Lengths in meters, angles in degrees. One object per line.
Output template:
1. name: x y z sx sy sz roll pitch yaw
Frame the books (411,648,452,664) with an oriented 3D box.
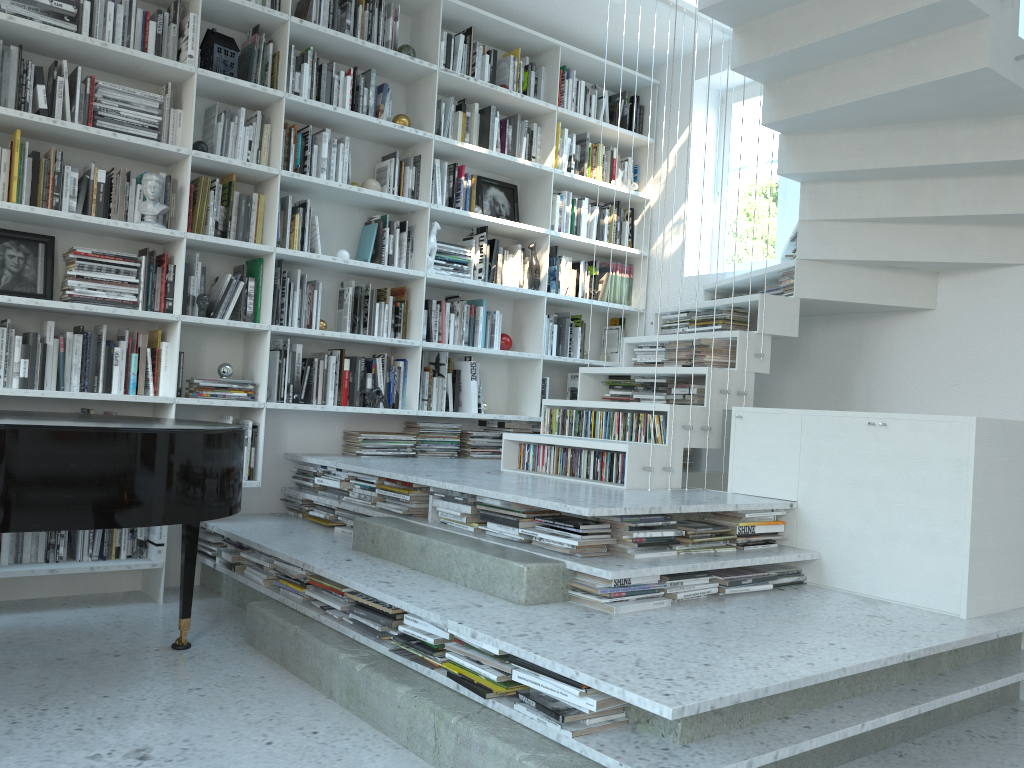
1. books: -0.218 0.806 2.710 0.159 0.009 0.275 4 -2 -35

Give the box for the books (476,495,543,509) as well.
1. books: 0.013 0.428 3.227 0.189 0.022 0.237 4 -2 -33

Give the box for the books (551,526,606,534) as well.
1. books: 0.226 0.494 3.044 0.091 0.011 0.190 5 -2 -40

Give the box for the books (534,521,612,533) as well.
1. books: 0.206 0.483 3.028 0.132 0.009 0.269 4 -2 -34

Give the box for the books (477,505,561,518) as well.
1. books: 0.021 0.461 3.234 0.168 0.013 0.281 5 -2 -41

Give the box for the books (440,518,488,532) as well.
1. books: -0.161 0.552 3.482 0.132 0.016 0.262 4 -2 -33

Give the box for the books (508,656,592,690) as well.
1. books: 0.147 0.710 2.224 0.192 0.014 0.256 5 -2 -42

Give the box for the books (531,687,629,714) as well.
1. books: 0.170 0.780 2.243 0.137 0.019 0.224 5 -2 -37

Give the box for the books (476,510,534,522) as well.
1. books: 0.018 0.477 3.233 0.187 0.009 0.250 5 -2 -38

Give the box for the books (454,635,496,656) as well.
1. books: -0.035 0.716 2.468 0.178 0.010 0.196 4 -2 -33

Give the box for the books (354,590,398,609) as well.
1. books: -0.394 0.710 2.957 0.157 0.007 0.268 5 -2 -38

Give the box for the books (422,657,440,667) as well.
1. books: -0.216 0.820 2.712 0.147 0.008 0.236 4 -2 -33

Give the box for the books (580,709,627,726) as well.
1. books: 0.171 0.814 2.246 0.132 0.014 0.205 5 -2 -38

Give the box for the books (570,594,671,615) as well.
1. books: 0.347 0.693 2.842 0.262 0.023 0.200 5 -2 -40

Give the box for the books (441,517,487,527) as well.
1. books: -0.153 0.538 3.488 0.136 0.013 0.258 5 -2 -38

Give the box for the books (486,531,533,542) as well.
1. books: 0.024 0.554 3.239 0.142 0.020 0.230 4 -2 -33

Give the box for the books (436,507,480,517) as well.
1. books: -0.174 0.498 3.471 0.178 0.015 0.187 4 -2 -33

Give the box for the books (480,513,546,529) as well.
1. books: 0.021 0.495 3.235 0.177 0.026 0.230 5 -2 -38

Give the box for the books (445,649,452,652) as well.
1. books: -0.207 0.777 2.718 0.145 0.010 0.266 5 -2 -39

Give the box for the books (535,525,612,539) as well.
1. books: 0.208 0.504 3.030 0.137 0.012 0.242 5 -2 -37

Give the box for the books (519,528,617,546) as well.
1. books: 0.188 0.515 3.015 0.185 0.014 0.297 5 -2 -39

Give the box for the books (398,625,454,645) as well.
1. books: -0.221 0.755 2.706 0.180 0.017 0.182 5 -2 -41

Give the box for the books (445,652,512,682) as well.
1. books: -0.039 0.775 2.467 0.191 0.015 0.246 5 -2 -37

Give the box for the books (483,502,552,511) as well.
1. books: 0.023 0.444 3.235 0.170 0.008 0.208 4 -2 -35

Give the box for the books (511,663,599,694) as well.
1. books: 0.152 0.722 2.228 0.176 0.010 0.266 5 -2 -42

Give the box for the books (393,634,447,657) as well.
1. books: -0.226 0.787 2.703 0.189 0.013 0.215 5 -2 -40

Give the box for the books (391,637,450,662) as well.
1. books: -0.222 0.797 2.707 0.180 0.008 0.267 5 -2 -39

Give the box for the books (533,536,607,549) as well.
1. books: 0.198 0.536 3.023 0.152 0.015 0.208 5 -2 -41

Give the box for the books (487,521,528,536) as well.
1. books: 0.027 0.523 3.241 0.155 0.028 0.189 5 -2 -37

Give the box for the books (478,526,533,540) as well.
1. books: 0.021 0.540 3.237 0.154 0.007 0.292 4 -2 -35

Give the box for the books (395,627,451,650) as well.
1. books: -0.220 0.767 2.707 0.171 0.007 0.260 4 -2 -35

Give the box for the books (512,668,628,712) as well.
1. books: 0.155 0.756 2.232 0.157 0.027 0.287 5 -2 -43

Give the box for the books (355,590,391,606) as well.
1. books: -0.397 0.703 2.955 0.160 0.008 0.239 5 -2 -37

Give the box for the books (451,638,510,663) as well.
1. books: -0.029 0.733 2.473 0.175 0.006 0.251 5 -2 -38

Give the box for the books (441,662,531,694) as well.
1. books: -0.043 0.805 2.464 0.191 0.006 0.275 5 -2 -36

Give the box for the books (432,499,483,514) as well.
1. books: -0.168 0.477 3.475 0.174 0.029 0.250 5 -2 -40

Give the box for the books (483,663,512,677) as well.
1. books: -0.028 0.766 2.475 0.150 0.004 0.290 4 -2 -34

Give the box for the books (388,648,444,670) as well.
1. books: -0.233 0.825 2.699 0.193 0.005 0.224 5 -2 -42

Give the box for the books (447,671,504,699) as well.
1. books: -0.047 0.824 2.462 0.191 0.016 0.209 4 -2 -33

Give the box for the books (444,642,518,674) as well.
1. books: -0.036 0.750 2.468 0.168 0.013 0.281 5 -2 -43

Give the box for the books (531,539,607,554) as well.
1. books: 0.192 0.550 3.019 0.161 0.014 0.212 4 -2 -34

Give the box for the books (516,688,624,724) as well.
1. books: 0.144 0.796 2.224 0.187 0.017 0.205 4 -2 -33

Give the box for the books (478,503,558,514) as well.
1. books: 0.022 0.451 3.235 0.171 0.007 0.260 5 -2 -40

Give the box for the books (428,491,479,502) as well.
1. books: -0.176 0.438 3.467 0.192 0.014 0.256 5 -2 -42

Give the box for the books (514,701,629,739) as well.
1. books: 0.147 0.828 2.227 0.184 0.017 0.230 5 -2 -36

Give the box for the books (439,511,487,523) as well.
1. books: -0.166 0.519 3.478 0.167 0.024 0.192 5 -2 -37

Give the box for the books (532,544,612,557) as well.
1. books: 0.204 0.562 3.029 0.144 0.009 0.249 5 -2 -38

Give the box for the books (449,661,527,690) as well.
1. books: -0.031 0.800 2.474 0.170 0.006 0.268 5 -2 -38

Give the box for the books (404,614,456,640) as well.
1. books: -0.208 0.734 2.715 0.141 0.028 0.222 5 -2 -43

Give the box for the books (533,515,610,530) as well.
1. books: 0.204 0.471 3.026 0.149 0.014 0.228 5 -2 -40

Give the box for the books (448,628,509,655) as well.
1. books: -0.035 0.703 2.468 0.182 0.016 0.256 4 -2 -35

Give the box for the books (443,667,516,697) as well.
1. books: -0.038 0.812 2.468 0.178 0.009 0.276 5 -2 -40

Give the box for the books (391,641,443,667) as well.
1. books: -0.219 0.813 2.709 0.171 0.005 0.297 5 -2 -39

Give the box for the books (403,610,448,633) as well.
1. books: -0.209 0.714 2.714 0.139 0.013 0.288 4 -2 -33

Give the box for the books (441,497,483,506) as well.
1. books: -0.159 0.455 3.481 0.145 0.017 0.208 5 -2 -43

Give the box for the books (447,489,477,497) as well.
1. books: -0.152 0.425 3.486 0.134 0.014 0.181 4 -2 -33

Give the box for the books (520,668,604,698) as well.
1. books: 0.156 0.735 2.232 0.165 0.015 0.243 4 -2 -34

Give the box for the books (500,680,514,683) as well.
1. books: -0.024 0.790 2.479 0.154 0.014 0.196 5 -2 -38

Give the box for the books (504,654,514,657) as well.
1. books: -0.019 0.727 2.481 0.133 0.008 0.284 5 -2 -42
